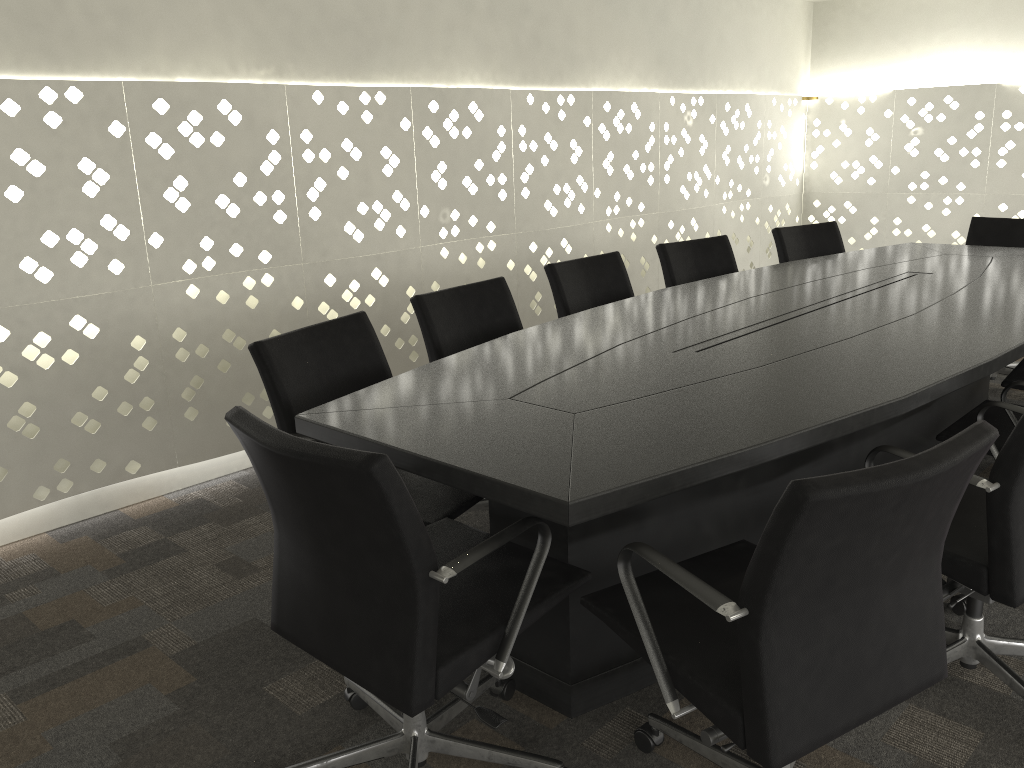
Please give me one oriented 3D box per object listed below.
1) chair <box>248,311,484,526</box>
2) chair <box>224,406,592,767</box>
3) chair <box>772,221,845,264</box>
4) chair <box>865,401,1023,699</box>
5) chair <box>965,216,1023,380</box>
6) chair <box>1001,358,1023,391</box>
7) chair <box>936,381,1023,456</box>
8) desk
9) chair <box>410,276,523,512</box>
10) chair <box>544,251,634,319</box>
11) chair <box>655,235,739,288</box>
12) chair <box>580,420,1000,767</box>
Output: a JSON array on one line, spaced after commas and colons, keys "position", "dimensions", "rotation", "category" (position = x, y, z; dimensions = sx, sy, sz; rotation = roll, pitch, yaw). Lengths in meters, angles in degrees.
[{"position": [-0.300, 0.232, 2.234], "dimensions": [0.579, 0.757, 0.559], "rotation": [8, 18, 32], "category": "chair"}, {"position": [-0.191, 0.388, 1.653], "dimensions": [0.579, 0.757, 0.559], "rotation": [-15, 20, -40], "category": "chair"}, {"position": [1.507, -0.344, 4.090], "dimensions": [0.559, 0.757, 0.579], "rotation": [-10, 17, -25], "category": "chair"}, {"position": [0.973, 0.282, 1.879], "dimensions": [0.559, 0.757, 0.579], "rotation": [-11, 18, -30], "category": "chair"}, {"position": [2.226, -0.356, 4.033], "dimensions": [0.579, 0.757, 0.559], "rotation": [-15, 20, -40], "category": "chair"}, {"position": [1.895, -0.009, 2.813], "dimensions": [0.579, 0.757, 0.559], "rotation": [12, 21, 42], "category": "chair"}, {"position": [1.462, 0.142, 2.323], "dimensions": [0.559, 0.757, 0.579], "rotation": [-15, 20, -40], "category": "chair"}, {"position": [0.986, 0.074, 2.827], "dimensions": [1.223, 0.658, 3.364], "rotation": [12, 21, 42], "category": "desk"}, {"position": [0.023, 0.083, 2.736], "dimensions": [0.579, 0.757, 0.559], "rotation": [12, 21, 42], "category": "chair"}, {"position": [0.439, -0.079, 3.268], "dimensions": [0.559, 0.757, 0.579], "rotation": [-15, 20, -40], "category": "chair"}, {"position": [0.909, -0.209, 3.679], "dimensions": [0.559, 0.757, 0.579], "rotation": [-11, 18, -30], "category": "chair"}, {"position": [0.426, 0.413, 1.475], "dimensions": [0.559, 0.757, 0.579], "rotation": [-10, 17, -25], "category": "chair"}]
